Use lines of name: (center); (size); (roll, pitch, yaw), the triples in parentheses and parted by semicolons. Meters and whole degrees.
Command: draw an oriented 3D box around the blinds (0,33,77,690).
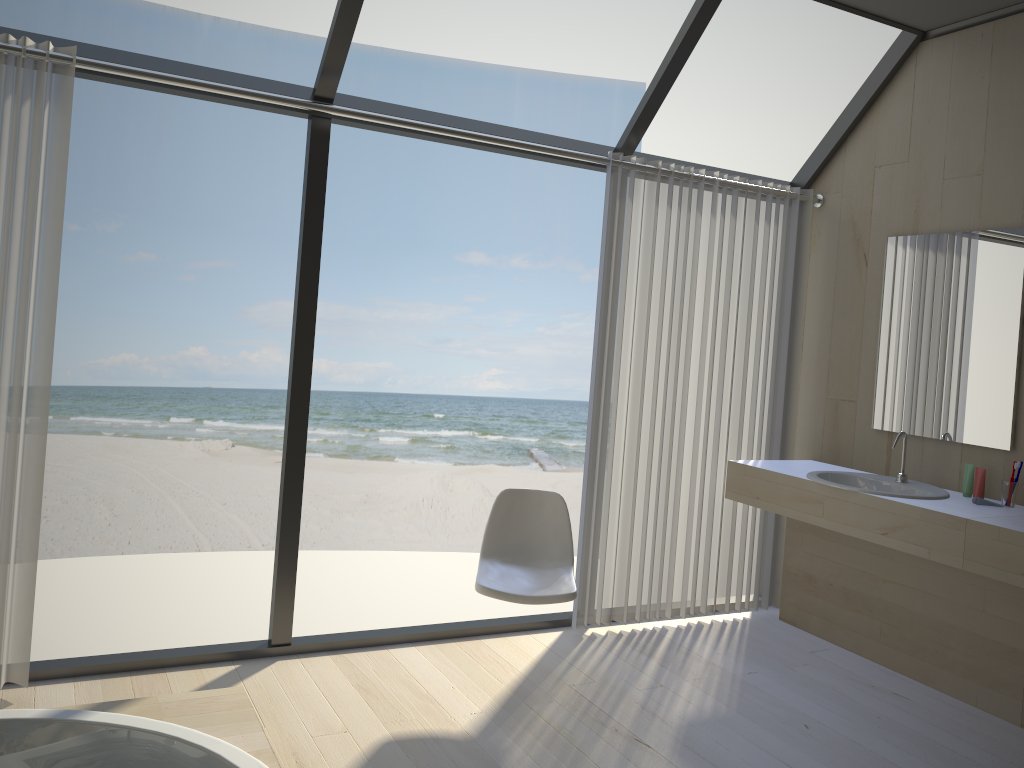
blinds: (-2.017, -0.081, 2.604); (1.180, 2.070, 0.084); (4, 0, -28)

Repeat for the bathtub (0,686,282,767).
bathtub: (-1.272, 1.051, 1.614); (1.818, 0.698, 1.652); (3, 3, -28)

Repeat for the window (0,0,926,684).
window: (-0.455, -0.340, 3.190); (4.553, 2.813, 0.747); (3, 1, -28)

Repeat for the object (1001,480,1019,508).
object: (1.884, 0.418, 3.356); (0.058, 0.100, 0.058); (4, 1, -21)

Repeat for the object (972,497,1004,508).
object: (1.790, 0.444, 3.332); (0.104, 0.029, 0.032); (5, 2, 13)

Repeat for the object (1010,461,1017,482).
object: (1.881, 0.377, 3.327); (0.012, 0.178, 0.050); (4, 0, 11)

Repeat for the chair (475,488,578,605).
chair: (0.062, 0.603, 3.321); (0.369, 0.347, 0.455); (4, 2, 1)

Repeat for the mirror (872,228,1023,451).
mirror: (1.824, -0.203, 3.729); (0.023, 0.868, 0.655); (4, 1, -28)

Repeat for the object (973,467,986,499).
object: (1.802, 0.391, 3.413); (0.039, 0.135, 0.039); (5, 0, 21)

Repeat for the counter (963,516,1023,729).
counter: (2.047, 0.919, 2.622); (0.549, 0.790, 1.209); (4, 2, -28)

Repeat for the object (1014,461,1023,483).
object: (1.903, 0.379, 3.356); (0.054, 0.175, 0.012); (4, 0, -2)

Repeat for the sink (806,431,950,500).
sink: (1.495, 0.399, 3.639); (0.503, 0.419, 0.575); (3, 2, -24)

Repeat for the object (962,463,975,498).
object: (1.818, 0.386, 3.525); (0.039, 0.135, 0.039); (5, 0, 21)

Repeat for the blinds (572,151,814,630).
blinds: (0.860, 0.048, 4.111); (1.180, 2.070, 0.084); (4, 0, -28)

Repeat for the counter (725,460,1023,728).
counter: (1.490, 0.811, 3.691); (0.549, 0.790, 1.209); (4, 2, -28)
